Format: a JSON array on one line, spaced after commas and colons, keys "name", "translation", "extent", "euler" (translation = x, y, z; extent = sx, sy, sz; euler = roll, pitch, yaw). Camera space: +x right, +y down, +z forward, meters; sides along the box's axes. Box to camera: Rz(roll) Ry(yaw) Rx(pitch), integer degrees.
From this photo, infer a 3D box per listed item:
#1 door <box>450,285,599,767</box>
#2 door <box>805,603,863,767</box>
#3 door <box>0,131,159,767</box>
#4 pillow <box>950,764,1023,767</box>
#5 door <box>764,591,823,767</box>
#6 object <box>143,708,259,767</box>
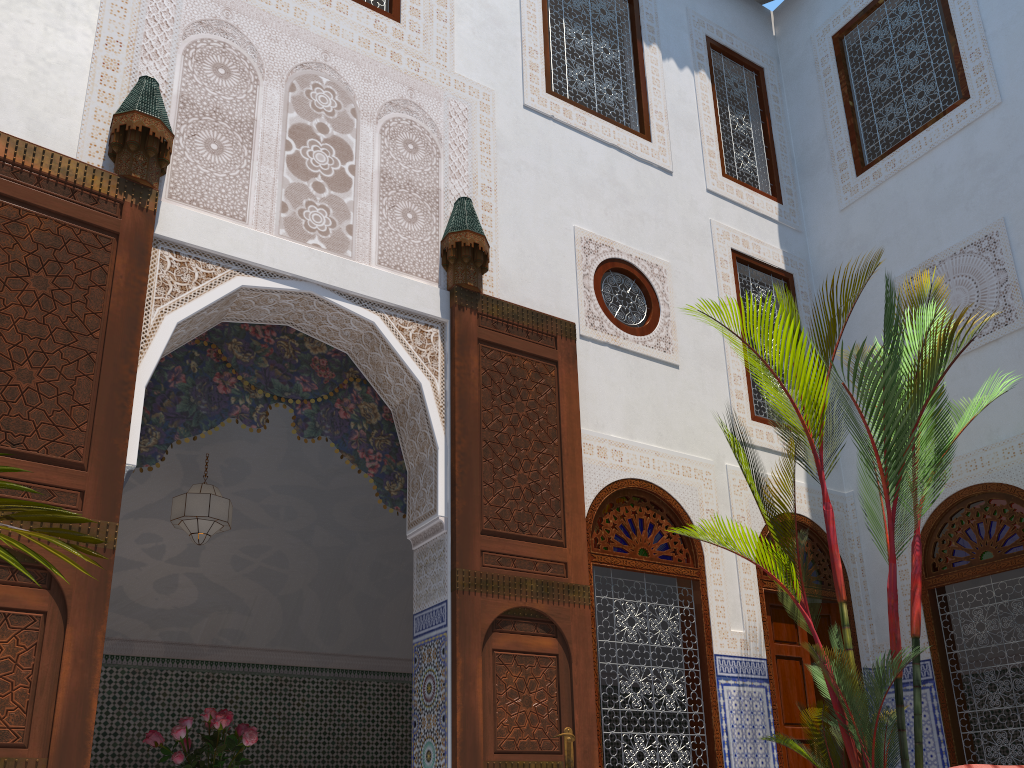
[{"name": "door", "translation": [0.038, 0.820, 3.149], "extent": [0.590, 2.396, 0.128], "euler": [11, -23, -31]}, {"name": "door", "translation": [1.459, 1.722, 4.016], "extent": [0.286, 1.394, 0.025], "euler": [-1, -19, -2]}, {"name": "door", "translation": [-1.347, 0.442, 2.293], "extent": [0.593, 2.396, 0.127], "euler": [13, -24, -36]}, {"name": "pillow", "translation": [1.478, 1.231, 2.383], "extent": [0.560, 0.383, 0.321], "euler": [-5, -22, 8]}, {"name": "door", "translation": [1.249, 1.627, 3.808], "extent": [0.289, 1.394, 0.128], "euler": [11, -22, -31]}, {"name": "object", "translation": [-1.200, 1.555, 3.393], "extent": [0.448, 0.568, 0.352], "euler": [1, -21, -6]}]
